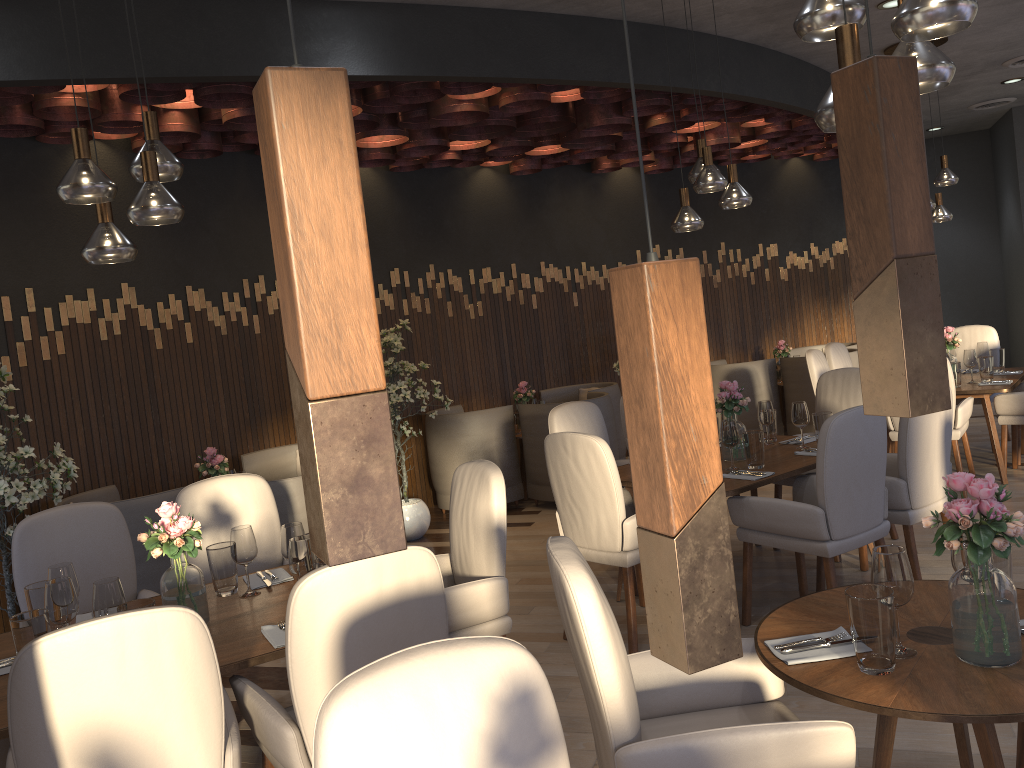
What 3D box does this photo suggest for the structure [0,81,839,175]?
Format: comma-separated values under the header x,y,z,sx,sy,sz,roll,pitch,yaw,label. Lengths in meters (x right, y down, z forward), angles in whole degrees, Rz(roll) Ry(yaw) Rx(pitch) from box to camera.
x,y,z,sx,sy,sz,roll,pitch,yaw,label
0.313,-2.096,6.830,9.477,0.556,2.752,-10,6,-40,structure

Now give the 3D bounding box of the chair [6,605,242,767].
x,y,z,sx,sy,sz,roll,pitch,yaw,label
-0.938,0.991,2.187,0.529,0.999,0.599,-8,3,-26,chair

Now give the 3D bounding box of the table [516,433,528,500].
x,y,z,sx,sy,sz,roll,pitch,yaw,label
0.179,0.665,7.597,0.835,0.561,0.834,-9,4,-27,table

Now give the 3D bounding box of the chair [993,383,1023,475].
x,y,z,sx,sy,sz,roll,pitch,yaw,label
3.706,0.141,6.118,0.599,0.999,0.530,-4,4,39,chair

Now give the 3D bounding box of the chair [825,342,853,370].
x,y,z,sx,sy,sz,roll,pitch,yaw,label
2.983,0.131,7.375,0.599,0.999,0.530,-4,4,40,chair

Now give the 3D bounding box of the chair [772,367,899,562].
x,y,z,sx,sy,sz,roll,pitch,yaw,label
1.838,0.437,5.147,0.601,0.999,0.528,-9,4,-34,chair

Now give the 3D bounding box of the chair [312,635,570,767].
x,y,z,sx,sy,sz,roll,pitch,yaw,label
0.015,0.948,1.272,0.529,0.999,0.600,-8,3,-23,chair

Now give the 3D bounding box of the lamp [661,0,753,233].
x,y,z,sx,sy,sz,roll,pitch,yaw,label
0.956,-1.460,4.522,0.439,1.324,0.440,-5,3,25,lamp

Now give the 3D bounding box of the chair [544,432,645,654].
x,y,z,sx,sy,sz,roll,pitch,yaw,label
0.524,0.669,4.136,0.601,0.999,0.528,-9,4,-39,chair

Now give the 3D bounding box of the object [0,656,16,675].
x,y,z,sx,sy,sz,roll,pitch,yaw,label
-1.503,0.842,2.692,0.255,0.019,0.157,-9,5,-30,object

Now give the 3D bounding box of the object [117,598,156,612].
x,y,z,sx,sy,sz,roll,pitch,yaw,label
-1.071,0.721,2.553,0.102,0.178,0.102,-8,3,-21,object

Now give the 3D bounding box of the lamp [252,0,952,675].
x,y,z,sx,sy,sz,roll,pitch,yaw,label
0.026,-0.750,0.634,1.163,1.928,0.118,-8,3,-25,lamp

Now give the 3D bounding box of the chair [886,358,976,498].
x,y,z,sx,sy,sz,roll,pitch,yaw,label
2.852,0.246,6.069,0.527,0.999,0.601,-5,4,34,chair

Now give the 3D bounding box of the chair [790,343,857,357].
x,y,z,sx,sy,sz,roll,pitch,yaw,label
3.407,0.010,9.351,0.596,0.836,0.774,-8,4,-25,chair

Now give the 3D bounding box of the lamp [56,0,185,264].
x,y,z,sx,sy,sz,roll,pitch,yaw,label
-1.278,-1.064,2.794,0.439,1.324,0.440,-7,3,5,lamp

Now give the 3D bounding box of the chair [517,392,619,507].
x,y,z,sx,sy,sz,roll,pitch,yaw,label
0.528,0.527,7.055,0.776,0.836,0.595,-9,4,-30,chair

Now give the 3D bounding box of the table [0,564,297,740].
x,y,z,sx,sy,sz,roll,pitch,yaw,label
-0.997,1.111,2.897,1.309,0.665,0.964,-9,4,-29,table

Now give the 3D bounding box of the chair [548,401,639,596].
x,y,z,sx,sy,sz,roll,pitch,yaw,label
0.575,0.597,5.002,0.529,0.999,0.599,-9,4,-41,chair

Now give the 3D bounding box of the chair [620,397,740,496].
x,y,z,sx,sy,sz,roll,pitch,yaw,label
1.019,0.518,5.352,0.529,0.999,0.599,-9,4,-33,chair

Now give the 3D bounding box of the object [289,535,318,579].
x,y,z,sx,sy,sz,roll,pitch,yaw,label
-0.667,0.616,2.859,0.092,0.244,0.092,-6,3,20,object

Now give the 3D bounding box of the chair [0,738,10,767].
x,y,z,sx,sy,sz,roll,pitch,yaw,label
-1.718,1.060,2.489,0.601,0.999,0.528,-9,3,-32,chair

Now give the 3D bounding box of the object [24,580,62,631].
x,y,z,sx,sy,sz,roll,pitch,yaw,label
-1.540,0.748,2.924,0.102,0.178,0.102,-7,3,0,object

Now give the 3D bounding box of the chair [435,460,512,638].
x,y,z,sx,sy,sz,roll,pitch,yaw,label
-0.297,0.829,3.313,0.601,0.999,0.528,-8,3,-26,chair

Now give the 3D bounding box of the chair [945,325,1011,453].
x,y,z,sx,sy,sz,roll,pitch,yaw,label
3.824,0.028,7.418,0.527,0.999,0.601,-4,4,39,chair

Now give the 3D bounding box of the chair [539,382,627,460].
x,y,z,sx,sy,sz,roll,pitch,yaw,label
0.714,0.435,7.966,0.597,0.836,0.774,-9,4,-35,chair

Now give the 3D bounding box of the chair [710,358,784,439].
x,y,z,sx,sy,sz,roll,pitch,yaw,label
2.208,0.194,8.804,0.596,0.836,0.774,-9,4,-30,chair

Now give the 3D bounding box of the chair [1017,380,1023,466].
x,y,z,sx,sy,sz,roll,pitch,yaw,label
4.044,0.067,6.567,0.599,0.999,0.530,-5,4,34,chair

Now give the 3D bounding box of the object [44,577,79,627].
x,y,z,sx,sy,sz,roll,pitch,yaw,label
-1.352,0.712,2.674,0.092,0.244,0.092,-4,4,41,object

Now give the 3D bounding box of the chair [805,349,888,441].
x,y,z,sx,sy,sz,roll,pitch,yaw,label
2.659,0.205,6.910,0.599,0.999,0.530,-5,3,32,chair

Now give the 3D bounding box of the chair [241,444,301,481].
x,y,z,sx,sy,sz,roll,pitch,yaw,label
-1.314,0.832,5.912,0.773,0.836,0.597,-4,4,35,chair

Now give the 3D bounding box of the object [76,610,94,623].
x,y,z,sx,sy,sz,roll,pitch,yaw,label
-1.411,0.804,3.042,0.158,0.019,0.255,-9,5,-26,object

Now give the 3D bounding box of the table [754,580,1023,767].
x,y,z,sx,sy,sz,roll,pitch,yaw,label
1.048,0.929,2.134,0.834,0.661,0.835,-7,4,-5,table

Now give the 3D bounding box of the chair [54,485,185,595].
x,y,z,sx,sy,sz,roll,pitch,yaw,label
-2.105,1.011,4.790,0.773,0.836,0.597,-5,4,30,chair

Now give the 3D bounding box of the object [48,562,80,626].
x,y,z,sx,sy,sz,roll,pitch,yaw,label
-1.447,0.708,2.873,0.092,0.244,0.092,-6,3,16,object

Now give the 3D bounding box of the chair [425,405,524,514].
x,y,z,sx,sy,sz,roll,pitch,yaw,label
-0.372,0.621,7.217,0.597,0.836,0.773,-9,4,-40,chair

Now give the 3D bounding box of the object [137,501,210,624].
x,y,z,sx,sy,sz,roll,pitch,yaw,label
-1.083,0.583,2.860,0.198,0.415,0.210,-7,3,-2,object

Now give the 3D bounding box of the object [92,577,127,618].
x,y,z,sx,sy,sz,roll,pitch,yaw,label
-1.173,0.696,2.599,0.092,0.244,0.092,-7,3,-2,object

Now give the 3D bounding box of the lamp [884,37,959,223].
x,y,z,sx,sy,sz,roll,pitch,yaw,label
3.091,-1.875,6.648,0.440,1.324,0.439,-8,3,-31,lamp

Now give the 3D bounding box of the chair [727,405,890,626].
x,y,z,sx,sy,sz,roll,pitch,yaw,label
1.349,0.587,3.940,0.529,0.999,0.599,-9,4,-33,chair

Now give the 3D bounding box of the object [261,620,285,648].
x,y,z,sx,sy,sz,roll,pitch,yaw,label
-0.673,0.743,2.699,0.158,0.019,0.255,-9,5,-27,object

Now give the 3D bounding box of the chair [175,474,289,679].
x,y,z,sx,sy,sz,roll,pitch,yaw,label
-1.084,0.899,3.619,0.529,0.999,0.599,-8,3,-26,chair

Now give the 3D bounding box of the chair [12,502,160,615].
x,y,z,sx,sy,sz,roll,pitch,yaw,label
-1.569,0.979,3.329,0.529,0.999,0.599,-9,4,-34,chair

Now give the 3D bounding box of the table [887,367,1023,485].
x,y,z,sx,sy,sz,roll,pitch,yaw,label
3.368,0.301,6.736,0.963,0.665,1.311,-4,5,37,table

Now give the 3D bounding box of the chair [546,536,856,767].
x,y,z,sx,sy,sz,roll,pitch,yaw,label
0.435,0.835,2.104,0.600,0.999,0.529,-7,3,-3,chair

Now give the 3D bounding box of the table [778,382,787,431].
x,y,z,sx,sy,sz,roll,pitch,yaw,label
2.827,0.238,9.088,0.835,0.561,0.833,-9,4,-30,table

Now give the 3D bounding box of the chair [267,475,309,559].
x,y,z,sx,sy,sz,roll,pitch,yaw,label
-1.188,0.894,4.901,0.594,0.836,0.776,-4,4,40,chair

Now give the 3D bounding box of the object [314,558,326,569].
x,y,z,sx,sy,sz,roll,pitch,yaw,label
-0.565,0.641,2.813,0.102,0.178,0.102,-8,3,-21,object

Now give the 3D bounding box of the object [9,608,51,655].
x,y,z,sx,sy,sz,roll,pitch,yaw,label
-1.391,0.757,2.575,0.102,0.178,0.102,-9,4,-33,object

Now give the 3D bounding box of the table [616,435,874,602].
x,y,z,sx,sy,sz,roll,pitch,yaw,label
1.202,0.717,4.640,1.310,0.665,0.964,-10,5,-36,table

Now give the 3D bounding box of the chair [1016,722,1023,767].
x,y,z,sx,sy,sz,roll,pitch,yaw,label
1.588,0.695,2.142,0.600,0.999,0.529,-7,3,-3,chair

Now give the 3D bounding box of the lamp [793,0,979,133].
x,y,z,sx,sy,sz,roll,pitch,yaw,label
0.794,-1.249,2.010,0.439,1.324,0.440,-5,3,28,lamp

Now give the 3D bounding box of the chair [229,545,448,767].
x,y,z,sx,sy,sz,roll,pitch,yaw,label
-0.446,0.912,2.457,0.529,0.999,0.599,-9,3,-32,chair

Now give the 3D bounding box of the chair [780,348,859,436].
x,y,z,sx,sy,sz,roll,pitch,yaw,label
3.067,0.117,8.487,0.775,0.836,0.595,-8,3,-20,chair

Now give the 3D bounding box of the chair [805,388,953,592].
x,y,z,sx,sy,sz,roll,pitch,yaw,label
1.803,0.508,4.270,0.529,0.999,0.599,-9,4,-39,chair
